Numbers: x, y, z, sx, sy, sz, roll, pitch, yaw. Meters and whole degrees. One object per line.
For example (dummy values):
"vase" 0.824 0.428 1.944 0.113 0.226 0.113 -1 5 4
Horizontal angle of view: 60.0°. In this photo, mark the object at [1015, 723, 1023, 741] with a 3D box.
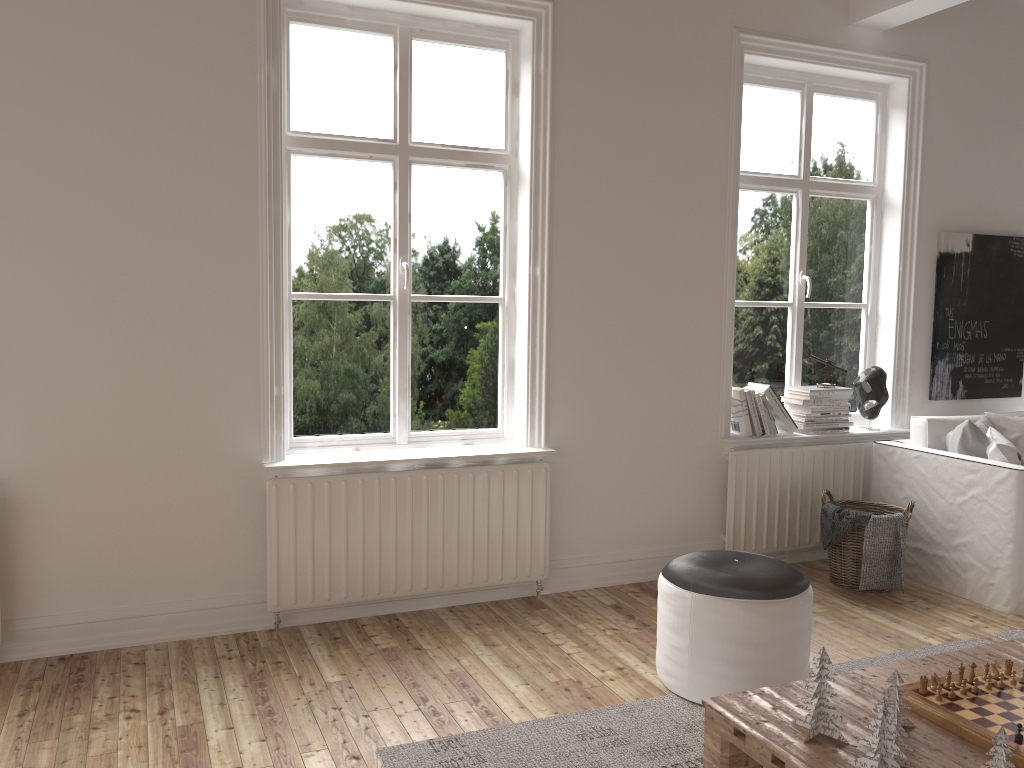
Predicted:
"object" 1.155 0.791 2.019 0.017 0.037 0.017 -4 7 -42

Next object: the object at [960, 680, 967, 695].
"object" 1.148 0.770 2.253 0.017 0.037 0.017 1 5 -4

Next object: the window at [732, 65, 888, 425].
"window" 1.532 -0.670 4.653 1.055 1.872 0.120 -1 6 -23

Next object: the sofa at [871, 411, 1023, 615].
"sofa" 2.897 0.554 4.550 1.960 0.776 0.866 -1 6 -23

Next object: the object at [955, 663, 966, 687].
"object" 1.169 0.755 2.308 0.025 0.058 0.025 3 6 22

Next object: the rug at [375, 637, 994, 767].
"rug" 1.178 1.141 2.043 2.474 0.003 2.254 -1 6 -23

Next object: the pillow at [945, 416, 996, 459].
"pillow" 2.279 0.365 4.344 0.282 0.431 0.541 5 7 41

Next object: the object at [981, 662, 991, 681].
"object" 1.255 0.758 2.345 0.022 0.047 0.022 2 5 9

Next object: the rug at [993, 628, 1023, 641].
"rug" 3.524 1.086 3.041 2.474 0.003 2.254 -1 6 -23

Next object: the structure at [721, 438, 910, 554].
"structure" 1.593 0.713 4.580 1.223 0.829 0.095 -1 6 -23

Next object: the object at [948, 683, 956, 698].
"object" 1.110 0.771 2.236 0.017 0.037 0.017 1 5 -4

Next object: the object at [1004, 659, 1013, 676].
"object" 1.332 0.760 2.377 0.019 0.040 0.019 2 5 11

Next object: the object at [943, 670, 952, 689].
"object" 1.129 0.761 2.292 0.022 0.047 0.022 2 5 9

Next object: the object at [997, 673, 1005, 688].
"object" 1.271 0.767 2.303 0.017 0.037 0.017 1 5 -4

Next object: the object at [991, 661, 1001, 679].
"object" 1.290 0.759 2.361 0.026 0.044 0.026 3 6 22

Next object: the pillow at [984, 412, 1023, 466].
"pillow" 2.487 0.369 4.342 1.020 0.414 0.417 -4 7 -41

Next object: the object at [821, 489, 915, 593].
"object" 1.682 0.739 4.225 0.393 0.432 0.393 1 5 -1

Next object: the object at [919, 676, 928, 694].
"object" 1.048 0.766 2.259 0.019 0.040 0.019 -2 6 -27

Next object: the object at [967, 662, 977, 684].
"object" 1.209 0.755 2.327 0.025 0.055 0.025 2 5 9

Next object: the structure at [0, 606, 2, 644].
"structure" -2.367 0.806 2.896 1.223 0.829 0.085 -1 6 -24

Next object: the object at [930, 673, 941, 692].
"object" 1.089 0.764 2.276 0.026 0.044 0.026 3 6 22

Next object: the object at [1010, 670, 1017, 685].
"object" 1.311 0.767 2.319 0.017 0.037 0.017 1 5 -4

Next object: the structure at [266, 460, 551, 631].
"structure" -0.405 0.760 3.730 1.223 0.829 0.095 -1 6 -23

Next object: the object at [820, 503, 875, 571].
"object" 1.621 0.737 4.187 0.367 0.332 0.303 -2 6 -32

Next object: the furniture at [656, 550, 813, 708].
"furniture" 0.761 0.829 3.061 0.518 0.430 0.518 1 5 -2

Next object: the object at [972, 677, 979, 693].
"object" 1.187 0.769 2.270 0.017 0.037 0.017 1 5 -4

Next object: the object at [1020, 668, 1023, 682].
"object" 1.348 0.766 2.337 0.017 0.037 0.017 1 5 -4

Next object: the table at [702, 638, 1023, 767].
"table" 1.186 0.981 2.160 1.189 0.300 0.821 -1 6 -23

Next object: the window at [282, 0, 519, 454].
"window" -0.464 -0.623 3.805 1.055 1.872 0.120 -1 6 -23

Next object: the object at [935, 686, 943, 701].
"object" 1.068 0.772 2.217 0.017 0.037 0.017 1 5 -4

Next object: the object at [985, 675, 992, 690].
"object" 1.230 0.768 2.287 0.017 0.037 0.017 1 5 -4
